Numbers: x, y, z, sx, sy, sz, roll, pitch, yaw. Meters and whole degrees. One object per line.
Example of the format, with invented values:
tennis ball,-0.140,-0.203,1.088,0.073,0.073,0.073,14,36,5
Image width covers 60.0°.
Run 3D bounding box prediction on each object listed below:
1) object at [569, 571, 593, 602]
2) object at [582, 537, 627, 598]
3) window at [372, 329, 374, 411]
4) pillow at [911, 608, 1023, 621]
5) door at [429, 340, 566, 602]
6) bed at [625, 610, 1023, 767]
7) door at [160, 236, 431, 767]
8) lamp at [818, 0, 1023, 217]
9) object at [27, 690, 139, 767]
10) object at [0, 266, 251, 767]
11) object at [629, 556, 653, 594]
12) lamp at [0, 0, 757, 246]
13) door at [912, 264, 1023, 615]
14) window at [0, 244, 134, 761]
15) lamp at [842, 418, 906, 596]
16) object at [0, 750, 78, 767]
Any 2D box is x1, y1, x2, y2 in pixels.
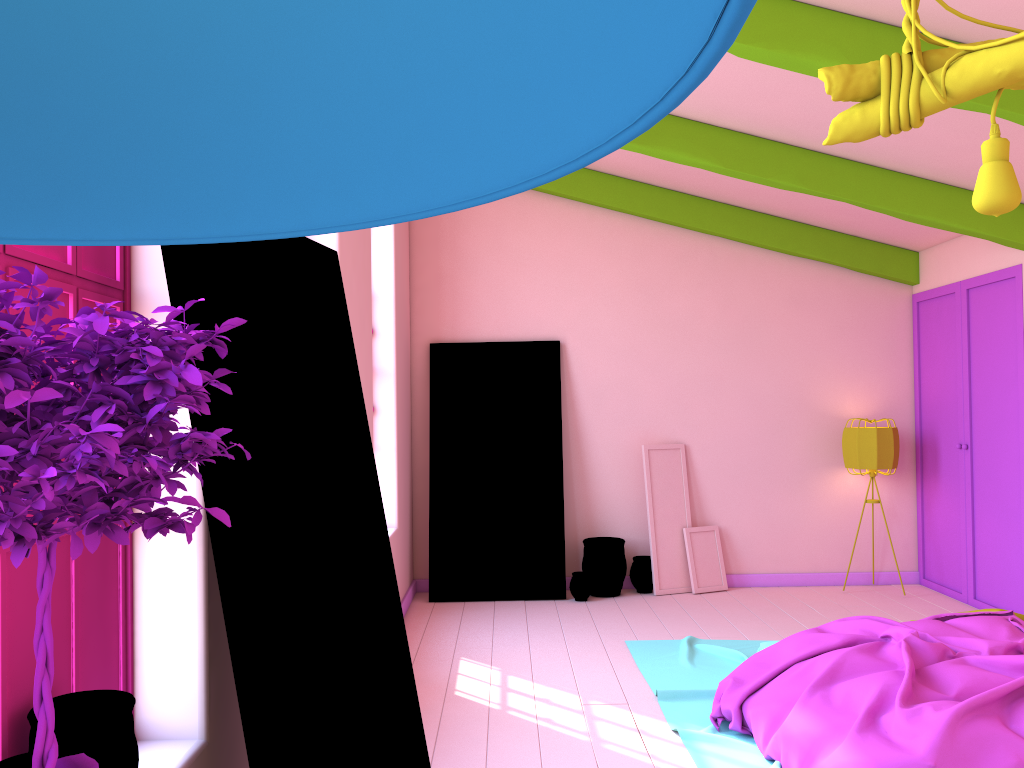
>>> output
object,0.575,1.691,7.393,0.199,0.234,0.199,0,-2,-33
object,0.793,1.571,7.616,0.386,0.471,0.386,-2,-2,42
window,-1.095,-0.422,6.220,0.072,3.046,1.275,-1,-1,0
pillow,3.224,1.272,4.589,0.848,0.822,2.618,-1,-2,-11
door,-0.136,0.724,7.638,1.153,2.210,0.450,-1,-1,0
bed,2.139,1.443,4.321,2.802,0.514,3.577,-1,-2,-1
door,-0.574,0.588,2.716,0.450,2.210,1.153,-1,-1,10
lamp,1.775,-1.441,1.737,1.610,2.264,1.776,0,-1,-19
object,-0.927,0.826,1.917,0.223,0.272,0.223,-1,-1,-13
object,-0.530,0.351,0.977,0.441,0.950,0.503,0,-1,-40
object,1.147,1.655,7.692,0.260,0.306,0.260,-2,-1,32
lamp,-0.221,-1.083,0.241,0.529,2.001,0.529,-1,-1,31
door,3.611,0.472,7.059,0.108,2.590,1.677,-1,-1,0
window,-1.059,-0.548,1.852,0.072,3.046,1.275,-1,-1,0
lamp,3.100,1.024,7.585,0.491,1.466,0.476,-1,-1,30
object,-0.922,0.845,1.707,0.182,0.222,0.182,0,-1,-18
